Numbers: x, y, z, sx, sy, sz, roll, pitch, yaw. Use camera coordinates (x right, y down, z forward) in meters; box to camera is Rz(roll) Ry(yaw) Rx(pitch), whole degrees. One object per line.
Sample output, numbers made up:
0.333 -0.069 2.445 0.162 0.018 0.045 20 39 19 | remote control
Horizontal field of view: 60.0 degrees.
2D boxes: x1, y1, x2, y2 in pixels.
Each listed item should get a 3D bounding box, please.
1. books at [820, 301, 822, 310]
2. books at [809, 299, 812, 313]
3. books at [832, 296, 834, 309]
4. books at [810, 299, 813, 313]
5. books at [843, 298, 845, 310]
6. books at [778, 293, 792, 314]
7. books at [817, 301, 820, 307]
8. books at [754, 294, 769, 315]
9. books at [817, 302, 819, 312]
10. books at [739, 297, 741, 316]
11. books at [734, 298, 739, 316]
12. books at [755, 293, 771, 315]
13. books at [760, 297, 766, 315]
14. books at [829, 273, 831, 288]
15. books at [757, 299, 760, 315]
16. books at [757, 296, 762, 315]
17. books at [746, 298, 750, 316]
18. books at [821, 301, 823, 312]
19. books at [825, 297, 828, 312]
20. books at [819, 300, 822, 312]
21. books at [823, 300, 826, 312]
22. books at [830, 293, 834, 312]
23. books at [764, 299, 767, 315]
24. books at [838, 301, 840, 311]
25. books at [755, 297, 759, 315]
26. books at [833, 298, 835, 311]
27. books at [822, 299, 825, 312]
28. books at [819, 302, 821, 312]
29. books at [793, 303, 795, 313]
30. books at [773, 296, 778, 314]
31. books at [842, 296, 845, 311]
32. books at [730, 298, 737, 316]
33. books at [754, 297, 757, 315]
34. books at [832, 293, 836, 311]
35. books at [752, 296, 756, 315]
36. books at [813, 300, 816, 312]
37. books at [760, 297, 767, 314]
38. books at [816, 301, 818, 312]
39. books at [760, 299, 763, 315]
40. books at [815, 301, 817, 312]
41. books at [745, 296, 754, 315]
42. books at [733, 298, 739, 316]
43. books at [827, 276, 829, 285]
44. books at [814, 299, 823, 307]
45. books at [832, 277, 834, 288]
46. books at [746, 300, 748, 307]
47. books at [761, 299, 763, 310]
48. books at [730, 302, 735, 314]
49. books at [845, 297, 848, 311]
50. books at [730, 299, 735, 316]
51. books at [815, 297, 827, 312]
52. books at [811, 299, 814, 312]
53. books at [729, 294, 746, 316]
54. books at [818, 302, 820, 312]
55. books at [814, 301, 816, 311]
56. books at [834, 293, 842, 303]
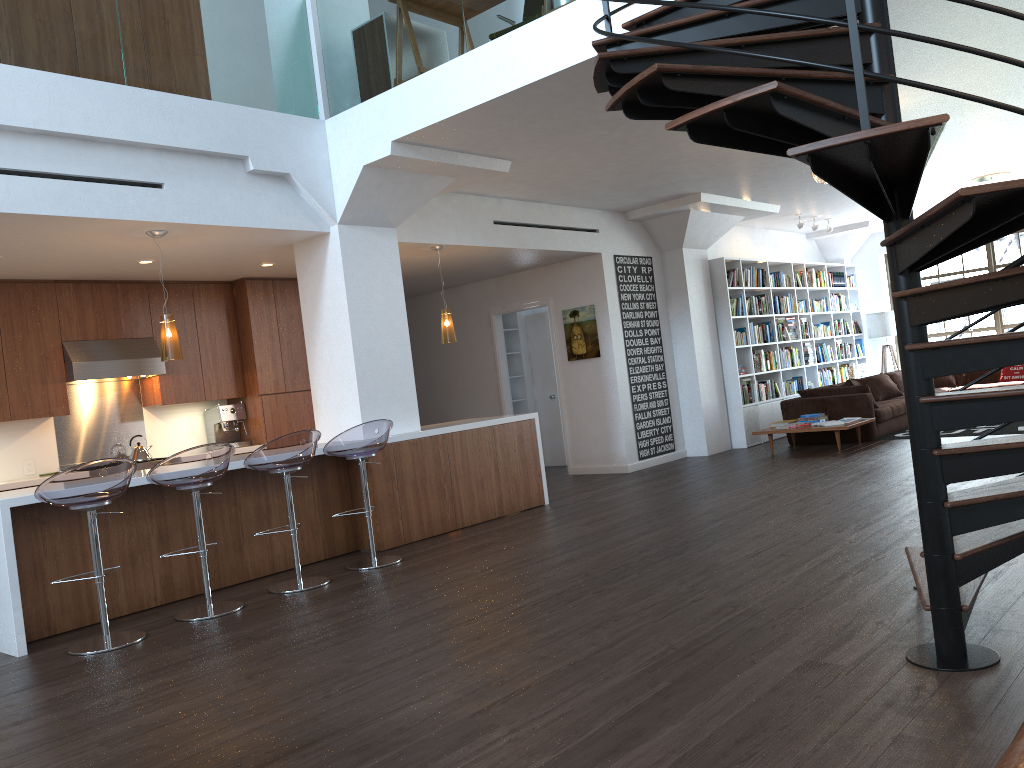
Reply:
4.635 -1.166 13.452 0.128 0.178 0.021 -7 0 41 | books
4.354 -1.144 13.133 0.146 0.202 0.027 -7 0 41 | books
4.904 -1.235 13.757 0.160 0.250 0.026 -7 0 41 | books
4.392 -1.147 13.173 0.127 0.200 0.020 -7 0 41 | books
5.200 -1.257 14.101 0.161 0.223 0.027 -7 0 41 | books
3.869 -1.130 12.595 0.176 0.290 0.053 -7 0 41 | books
4.591 -1.157 13.396 0.109 0.171 0.018 -7 0 41 | books
3.383 -1.068 12.067 0.198 0.284 0.049 -7 0 41 | books
4.545 -1.147 13.328 0.106 0.162 0.032 -7 0 41 | books
2.868 -0.984 11.439 0.174 0.242 0.105 -7 0 41 | books
2.817 -0.974 11.374 0.172 0.235 0.112 -7 0 41 | books
3.429 -1.076 12.094 0.176 0.291 0.053 -7 0 41 | books
3.324 -1.038 11.969 0.174 0.240 0.054 -7 0 41 | books
4.864 -1.592 13.769 0.161 0.223 0.032 -7 0 41 | books
3.221 -1.017 11.862 0.161 0.223 0.033 -7 0 41 | books
3.242 -1.035 11.891 0.183 0.253 0.042 -7 0 41 | books
3.029 -1.000 11.642 0.174 0.236 0.142 -7 0 42 | books
4.650 -1.168 13.467 0.128 0.178 0.022 -7 0 41 | books
4.760 -1.206 13.612 0.158 0.226 0.052 -7 0 41 | books
4.612 -1.166 13.437 0.134 0.184 0.030 -7 0 41 | books
4.710 -1.182 13.540 0.139 0.191 0.036 -7 0 41 | books
4.861 -1.247 13.733 0.198 0.284 0.066 -7 0 41 | books
3.353 -1.033 12.002 0.161 0.223 0.032 -7 0 41 | books
5.053 -1.239 13.931 0.161 0.223 0.027 -7 0 41 | books
3.196 -1.026 11.834 0.171 0.246 0.039 -7 0 41 | books
4.924 -1.223 13.775 0.161 0.223 0.026 -7 0 41 | books
4.681 -1.181 13.511 0.136 0.196 0.045 -7 0 41 | books
4.597 -1.161 13.417 0.128 0.178 0.022 -7 0 41 | books
3.948 -1.106 12.672 0.161 0.223 0.026 -7 0 41 | books
3.552 -1.073 12.213 0.182 0.253 0.034 -7 0 41 | books
5.182 -1.268 14.081 0.160 0.250 0.026 -7 0 41 | books
2.794 -0.970 11.351 0.152 0.232 0.104 -7 0 41 | books
3.168 -1.025 11.806 0.160 0.251 0.039 -7 0 41 | books
4.939 -1.259 13.810 0.176 0.290 0.053 -7 0 41 | books
3.140 -1.026 11.778 0.180 0.259 0.042 -7 0 41 | books
4.448 -1.150 13.238 0.139 0.191 0.036 -7 0 41 | books
3.365 -1.049 12.031 0.160 0.251 0.031 -7 0 41 | books
4.528 -1.147 13.310 0.107 0.167 0.017 -7 0 41 | books
3.278 -1.024 11.909 0.161 0.223 0.032 -7 0 41 | books
4.488 -1.145 13.279 0.126 0.173 0.032 -7 0 41 | books
3.088 -1.017 11.709 0.183 0.253 0.042 -7 0 41 | books
2.837 -0.979 11.413 0.172 0.239 0.093 -7 0 41 | books
4.773 -1.615 13.671 0.176 0.291 0.065 -7 0 41 | books
4.658 -1.180 13.487 0.127 0.200 0.020 -7 0 41 | books
4.929 -1.600 13.844 0.161 0.223 0.033 -7 0 41 | books
2.999 -0.982 11.595 0.161 0.207 0.135 -7 0 42 | books
3.293 -1.026 11.939 0.161 0.223 0.033 -7 0 41 | books
2.728 -0.937 11.270 0.161 0.182 0.170 -7 0 41 | books
5.270 -1.265 14.177 0.161 0.223 0.026 -7 0 41 | books
2.773 -0.960 11.332 0.161 0.218 0.101 -7 0 41 | books
4.731 -1.204 13.573 0.140 0.231 0.042 -7 0 41 | books
4.411 -1.151 13.191 0.146 0.202 0.027 -7 0 41 | books
2.923 -1.015 11.491 0.176 0.290 0.053 -7 0 41 | books
4.584 -1.147 13.379 0.110 0.153 0.019 -7 0 41 | books
4.470 -1.146 13.258 0.128 0.178 0.021 -7 0 41 | books
5.117 -1.280 14.016 0.176 0.290 0.036 -7 0 41 | books
